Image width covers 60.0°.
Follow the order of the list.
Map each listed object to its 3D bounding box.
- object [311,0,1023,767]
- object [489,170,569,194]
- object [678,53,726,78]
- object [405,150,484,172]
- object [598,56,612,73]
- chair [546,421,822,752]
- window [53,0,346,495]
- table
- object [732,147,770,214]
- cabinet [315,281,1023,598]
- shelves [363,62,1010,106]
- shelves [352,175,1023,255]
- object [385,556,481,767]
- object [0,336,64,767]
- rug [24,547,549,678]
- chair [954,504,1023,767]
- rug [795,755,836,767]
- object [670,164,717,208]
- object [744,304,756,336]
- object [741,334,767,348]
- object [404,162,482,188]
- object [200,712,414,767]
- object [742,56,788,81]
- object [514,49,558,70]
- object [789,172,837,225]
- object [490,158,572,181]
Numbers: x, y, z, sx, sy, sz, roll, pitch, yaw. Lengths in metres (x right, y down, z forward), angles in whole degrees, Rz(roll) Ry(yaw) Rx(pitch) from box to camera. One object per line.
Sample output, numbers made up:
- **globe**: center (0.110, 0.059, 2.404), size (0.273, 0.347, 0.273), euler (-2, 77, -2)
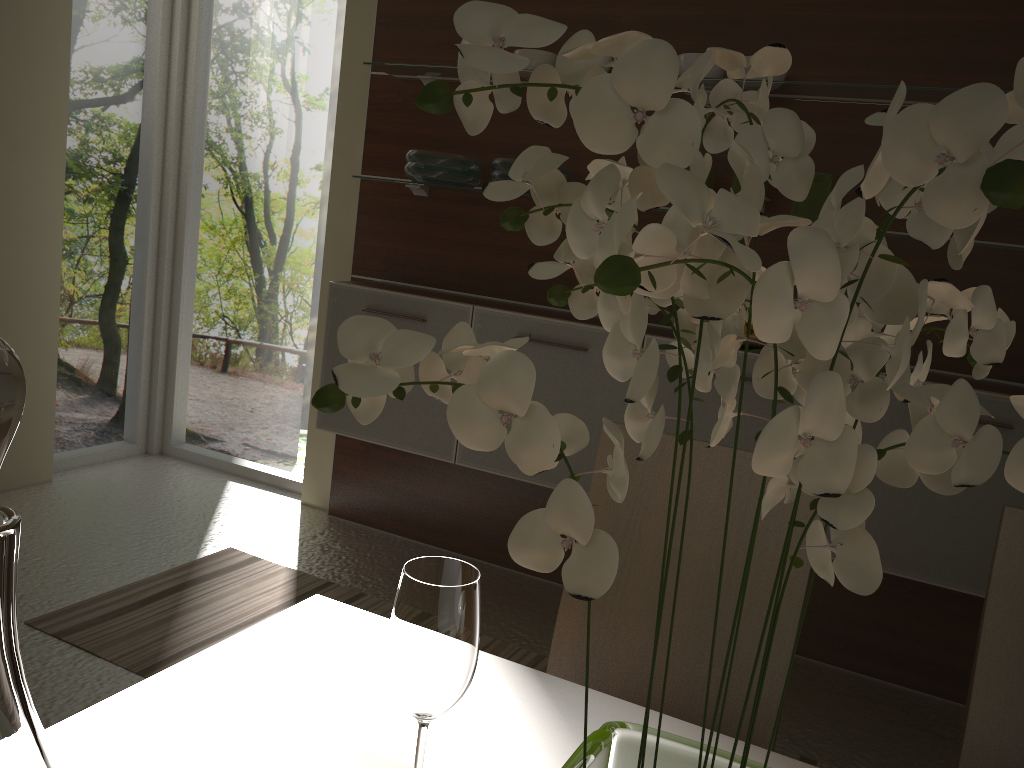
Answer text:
- **object**: center (0.084, 0.144, 0.422), size (0.302, 0.608, 0.304), euler (12, 11, 27)
- **object**: center (0.060, -0.699, 3.126), size (0.288, 0.068, 0.288), euler (4, 10, -17)
- **object**: center (0.605, -1.003, 2.845), size (0.163, 0.077, 0.163), euler (4, 10, -17)
- **object**: center (-0.249, -0.804, 3.256), size (0.288, 0.068, 0.288), euler (4, 10, -17)
- **object**: center (0.254, -1.076, 3.006), size (0.163, 0.077, 0.163), euler (4, 10, -17)
- **chair**: center (0.143, 0.612, 1.236), size (0.404, 1.017, 0.507), euler (12, 10, 24)
- **window**: center (-0.892, -0.429, 0.636), size (4.466, 3.000, 6.429), euler (11, 10, 21)
- **table**: center (0.109, 0.845, 0.517), size (1.411, 0.790, 1.000), euler (12, 10, 24)
- **object**: center (0.757, -0.654, 2.797), size (0.099, 0.259, 0.099), euler (12, 10, 23)
- **cabinet**: center (0.450, 0.105, 2.995), size (2.463, 0.570, 0.372), euler (12, 10, 24)
- **shelves**: center (0.611, -0.963, 2.869), size (2.463, 0.008, 0.255), euler (12, 10, 24)
- **shelves**: center (0.559, -0.563, 2.936), size (2.463, 0.008, 0.255), euler (12, 10, 24)
- **object**: center (-0.070, 0.262, 0.726), size (0.075, 0.232, 0.075), euler (4, 10, -17)
- **object**: center (-0.275, 0.182, 0.438), size (0.156, 0.426, 0.156), euler (3, 10, -24)
- **rug**: center (-0.528, 0.806, 2.636), size (1.613, 0.007, 0.842), euler (12, 10, 25)
- **chair**: center (0.678, 0.720, 1.009), size (0.404, 1.017, 0.507), euler (11, 10, 21)
- **rug**: center (1.317, 1.200, 1.715), size (1.613, 0.010, 0.843), euler (12, 10, 24)
- **object**: center (0.592, -0.638, 2.888), size (0.112, 0.160, 0.111), euler (12, 10, 23)
- **object**: center (0.734, -0.201, 2.824), size (0.259, 0.139, 0.230), euler (6, 10, -6)
- **object**: center (0.745, -0.145, 2.832), size (0.337, 0.053, 0.337), euler (1, 11, -34)
- **object**: center (-0.254, -0.762, 3.263), size (0.288, 0.068, 0.288), euler (4, 10, -17)
- **object**: center (-0.217, 0.386, 0.569), size (0.287, 0.010, 0.589), euler (11, 10, 21)
- **object**: center (0.778, -0.970, 2.778), size (0.163, 0.077, 0.163), euler (4, 10, -17)
- **object**: center (0.082, -1.115, 3.106), size (0.163, 0.077, 0.163), euler (4, 10, -17)
- **object**: center (0.931, -0.570, 2.747), size (0.111, 0.160, 0.112), euler (12, 10, 23)
- **object**: center (0.065, -0.740, 3.119), size (0.288, 0.068, 0.288), euler (4, 10, -17)
